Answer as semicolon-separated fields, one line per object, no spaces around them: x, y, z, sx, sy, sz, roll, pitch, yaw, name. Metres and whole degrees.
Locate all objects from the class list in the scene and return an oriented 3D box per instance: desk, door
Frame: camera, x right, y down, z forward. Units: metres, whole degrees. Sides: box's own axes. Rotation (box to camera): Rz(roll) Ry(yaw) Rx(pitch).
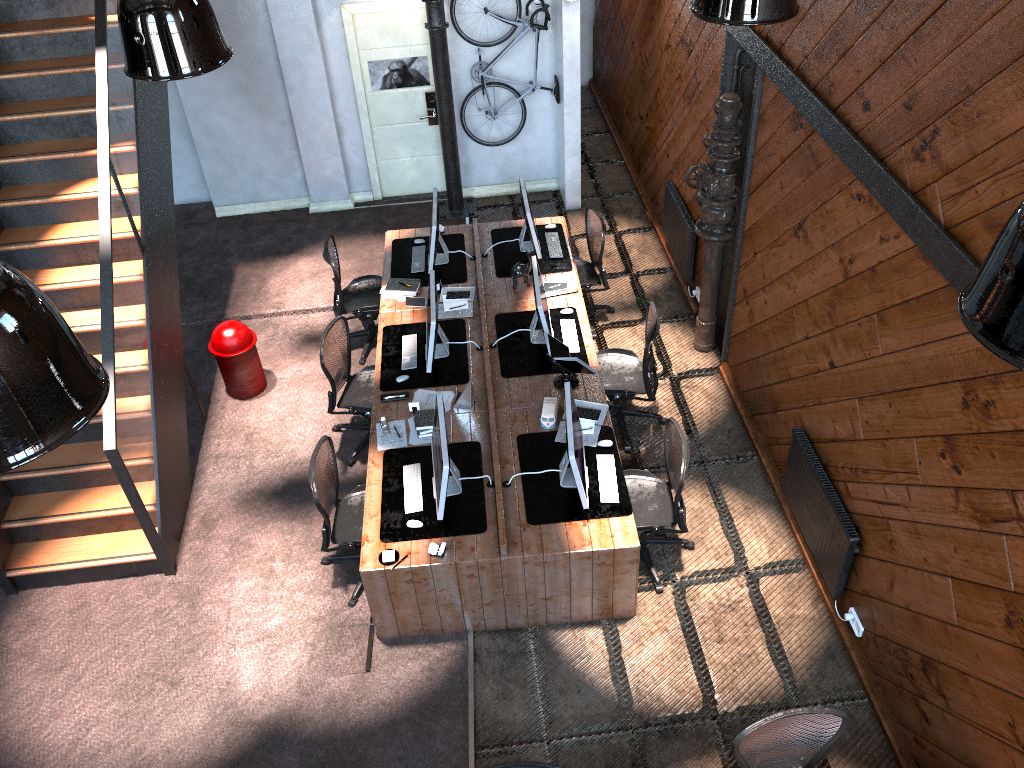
-0.197;0.009;7.257;1.748;0.840;4.117;-5;40;-1;desk
-1.213;-3.126;9.942;1.013;2.268;0.064;-6;40;-3;door

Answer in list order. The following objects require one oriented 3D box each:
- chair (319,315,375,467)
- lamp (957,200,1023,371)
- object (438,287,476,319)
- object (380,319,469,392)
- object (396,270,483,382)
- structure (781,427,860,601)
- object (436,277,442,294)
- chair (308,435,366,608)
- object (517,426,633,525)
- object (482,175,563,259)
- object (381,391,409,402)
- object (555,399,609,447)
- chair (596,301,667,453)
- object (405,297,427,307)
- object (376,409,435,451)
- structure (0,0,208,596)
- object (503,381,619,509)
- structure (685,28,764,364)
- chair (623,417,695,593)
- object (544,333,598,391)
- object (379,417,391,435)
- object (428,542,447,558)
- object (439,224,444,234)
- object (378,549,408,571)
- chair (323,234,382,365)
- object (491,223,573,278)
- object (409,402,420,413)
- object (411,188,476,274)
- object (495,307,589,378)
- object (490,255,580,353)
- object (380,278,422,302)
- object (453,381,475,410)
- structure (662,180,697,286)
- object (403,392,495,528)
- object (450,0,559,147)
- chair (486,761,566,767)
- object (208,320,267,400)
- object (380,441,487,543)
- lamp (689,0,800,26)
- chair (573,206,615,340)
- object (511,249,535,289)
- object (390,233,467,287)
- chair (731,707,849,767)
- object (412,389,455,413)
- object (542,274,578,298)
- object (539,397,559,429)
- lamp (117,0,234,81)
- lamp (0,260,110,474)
-1.157;0.000;7.159;0.792;1.085;0.770;-7;40;-4;chair
1.184;-1.038;1.233;0.445;2.372;0.445;-8;40;-5;lamp
-0.475;-0.706;7.590;0.304;0.017;0.467;-1;40;3;object
-0.700;-0.243;7.082;0.687;0.008;0.848;-5;40;-2;object
-0.703;-0.428;6.879;0.654;0.576;0.735;28;50;32;object
2.039;0.869;5.915;0.073;0.628;1.064;-6;40;-3;structure
-0.661;-0.859;7.716;0.078;0.138;0.099;5;41;10;object
-1.018;0.868;6.122;0.792;1.085;0.770;-14;41;-11;chair
0.405;0.601;5.991;0.687;0.008;0.848;-5;40;-2;object
0.200;-1.470;8.036;0.648;0.576;0.799;27;49;31;object
-0.882;0.093;6.684;0.215;0.031;0.089;-6;40;-3;object
0.501;0.270;6.353;0.304;0.017;0.467;9;42;15;object
0.867;-0.092;7.097;0.792;1.085;0.770;-7;40;-4;chair
-0.747;-0.684;7.547;0.347;0.083;0.129;21;46;26;object
-0.742;0.304;6.368;0.478;0.098;0.319;-7;40;-4;object
-3.277;-1.664;7.570;10.620;4.603;5.793;-6;40;-3;structure
0.434;0.436;5.764;0.811;0.578;0.663;-31;47;-28;object
1.755;-1.471;7.385;0.500;2.745;1.003;-3;40;2;structure
0.887;0.802;6.038;0.792;1.085;0.770;-14;41;-11;chair
0.404;-0.156;6.590;0.304;0.380;0.417;-25;44;-23;object
-0.924;0.292;6.425;0.054;0.064;0.159;-14;41;-12;object
-0.467;1.024;5.521;0.106;0.063;0.082;5;41;10;object
-0.710;-1.483;8.505;0.106;0.063;0.082;-27;45;-25;object
-0.757;1.074;5.514;0.154;0.026;0.158;27;49;32;object
-1.371;-0.861;8.195;0.792;1.085;0.770;-21;43;-19;chair
0.169;-1.243;8.190;0.687;0.008;0.848;-5;40;-2;object
-0.717;0.174;6.521;0.076;0.102;0.034;-6;40;-2;object
-0.743;-1.358;7.986;0.692;0.581;0.586;28;50;33;object
0.227;-0.347;7.126;0.687;0.008;0.848;-5;40;-2;object
0.289;-0.585;6.982;0.642;0.578;0.772;27;49;31;object
-0.989;-0.843;7.770;0.363;0.065;0.325;10;42;16;object
-0.359;0.039;6.477;0.165;0.320;0.178;-1;40;4;object
1.643;-1.483;8.728;0.073;0.628;1.064;-6;40;-3;structure
-0.432;0.486;5.774;0.610;0.573;0.714;-7;40;-3;object
-0.026;-3.386;9.386;1.022;1.846;0.655;-23;44;-21;object
0.099;2.340;4.288;0.770;1.085;0.792;-14;41;-11;chair
-2.419;-0.237;7.822;0.414;0.707;0.414;26;49;31;object
-0.531;0.706;5.946;0.687;0.008;0.848;-5;40;-2;object
0.901;-2.470;2.932;0.445;2.372;0.445;2;41;7;lamp
0.584;-1.036;8.237;0.792;1.085;0.770;-21;43;-19;chair
0.103;-1.005;7.650;0.229;0.351;0.135;-8;40;-4;object
-0.767;-1.139;8.146;0.687;0.008;0.848;-5;40;-2;object
1.436;2.134;4.417;0.770;1.085;0.792;-21;43;-19;chair
-0.597;0.124;6.642;0.315;0.002;0.246;4;41;9;object
0.394;-0.850;7.668;0.316;0.060;0.229;-11;41;-8;object
0.269;0.208;6.402;0.128;0.146;0.253;3;41;8;object
-1.476;-2.273;2.998;0.445;2.372;0.445;8;42;14;lamp
-1.197;-0.849;1.212;0.445;2.372;0.445;28;49;32;lamp
